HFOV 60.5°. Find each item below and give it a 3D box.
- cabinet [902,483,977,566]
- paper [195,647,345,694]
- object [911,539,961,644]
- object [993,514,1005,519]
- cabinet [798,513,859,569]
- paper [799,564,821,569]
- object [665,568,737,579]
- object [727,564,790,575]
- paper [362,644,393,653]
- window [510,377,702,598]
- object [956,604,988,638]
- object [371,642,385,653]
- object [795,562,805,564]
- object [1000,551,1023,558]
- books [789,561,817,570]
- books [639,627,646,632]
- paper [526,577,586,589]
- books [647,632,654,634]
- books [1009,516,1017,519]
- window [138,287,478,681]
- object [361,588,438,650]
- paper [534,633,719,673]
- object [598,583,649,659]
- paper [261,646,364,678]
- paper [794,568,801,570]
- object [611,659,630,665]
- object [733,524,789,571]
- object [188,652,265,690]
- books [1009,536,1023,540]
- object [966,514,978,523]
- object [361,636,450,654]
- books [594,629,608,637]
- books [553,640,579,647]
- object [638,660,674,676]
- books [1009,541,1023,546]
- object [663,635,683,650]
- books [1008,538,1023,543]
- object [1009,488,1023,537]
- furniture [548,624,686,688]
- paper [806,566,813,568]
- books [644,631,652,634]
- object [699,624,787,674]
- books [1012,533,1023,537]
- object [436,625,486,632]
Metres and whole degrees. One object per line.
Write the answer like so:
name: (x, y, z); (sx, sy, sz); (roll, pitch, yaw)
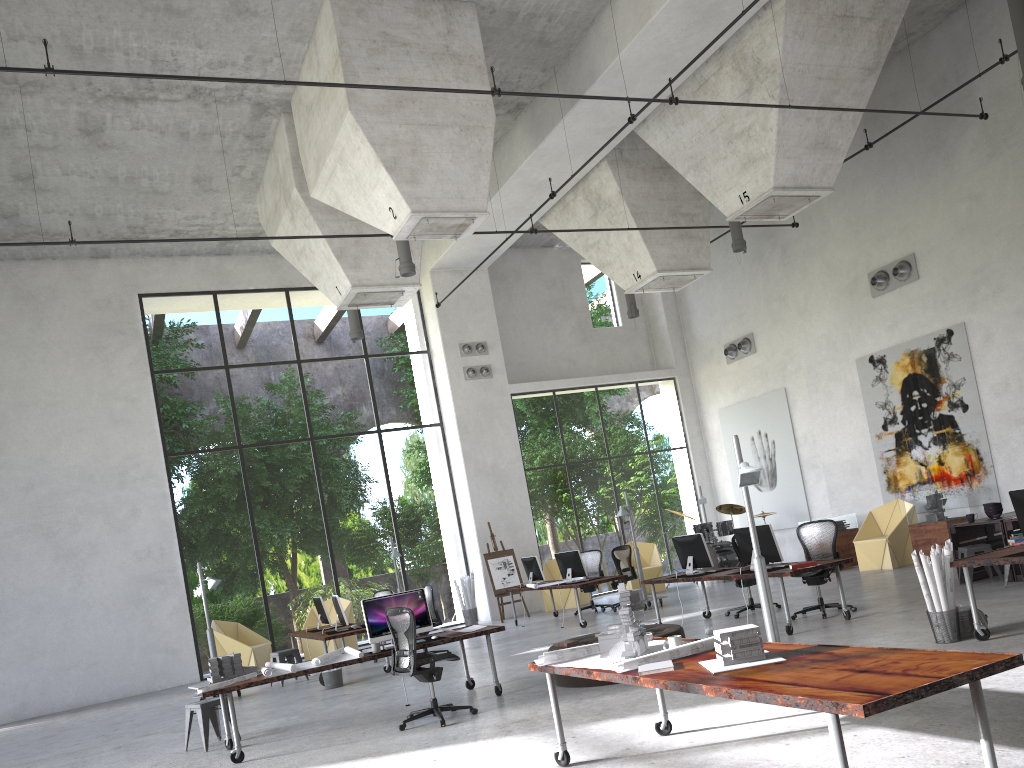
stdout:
cabinet: (6.982, 2.317, 14.305); (0.590, 1.245, 0.756); (-8, -5, -25)
paper: (-2.301, 2.888, 8.992); (0.897, 0.102, 1.945); (-13, -10, 13)
object: (3.910, 1.898, 8.029); (0.319, 0.930, 0.345); (-10, -3, -7)
object: (6.264, 1.712, 11.328); (0.137, 0.056, 0.119); (-3, -11, -39)
cabinet: (6.086, 3.039, 16.731); (0.738, 1.005, 0.749); (-8, -6, -25)
paper: (3.398, 2.112, 10.158); (0.289, 0.001, 0.214); (-9, -10, -8)
object: (2.603, 2.610, 12.085); (0.682, 0.008, 0.866); (-6, -11, -23)
object: (3.152, 2.286, 10.840); (0.682, 0.008, 0.866); (-6, -11, -23)
paper: (-1.394, 2.855, 9.515); (0.482, 0.001, 0.437); (-8, -10, -14)
window: (2.413, 2.422, 20.701); (4.528, 4.856, 0.020); (-7, -3, -25)
object: (4.193, 2.184, 8.146); (0.401, 0.296, 0.296); (-13, -7, 18)
object: (-1.393, 2.734, 9.117); (0.123, 0.099, 0.088); (-11, -6, 4)
object: (3.337, 2.062, 10.141); (0.151, 0.011, 0.011); (-17, -9, 34)
object: (4.684, 1.380, 7.362); (0.682, 0.008, 0.866); (-6, -11, -23)
books: (3.354, 2.089, 10.138); (0.286, 0.052, 0.204); (-11, -10, 7)
books: (1.297, 2.690, 9.536); (0.283, 0.033, 0.201); (-8, -10, -12)
paper: (0.801, 3.634, 16.203); (1.069, 0.104, 0.995); (-8, -10, -15)
books: (1.322, 2.643, 9.230); (0.299, 0.031, 0.224); (-8, -10, -10)
books: (6.386, 1.642, 10.985); (0.309, 0.030, 0.222); (-17, -12, 32)
window: (-4.133, 1.780, 18.654); (5.917, 7.791, 0.068); (-8, -3, -25)
object: (-1.207, 2.528, 9.453); (0.709, 0.549, 0.384); (-7, -6, -23)
paper: (0.804, 1.746, 5.782); (0.969, 0.104, 1.098); (-4, -12, -30)
object: (0.715, 1.580, 5.824); (0.363, 0.517, 0.497); (-11, -6, 10)
paper: (-2.077, 2.857, 9.062); (1.068, 0.104, 0.996); (-5, -11, -25)
paper: (3.390, 2.115, 10.156); (0.291, 0.001, 0.212); (-11, -10, 7)
object: (0.711, 1.742, 5.481); (0.133, 0.008, 0.207); (-8, -10, -13)
object: (3.098, 2.009, 10.852); (0.374, 0.548, 0.729); (-8, -8, -24)
object: (-2.920, 2.896, 9.026); (0.731, 0.302, 0.443); (-4, -10, -35)
books: (6.157, 1.841, 10.604); (0.257, 0.032, 0.175); (-15, -11, 26)
object: (6.052, 1.765, 11.560); (0.100, 0.108, 0.132); (-6, -8, -33)
object: (-1.158, 2.805, 9.438); (0.842, 0.008, 0.702); (-6, -11, -23)
books: (1.056, 2.791, 9.858); (0.199, 0.034, 0.286); (-14, -11, 20)
books: (0.593, 2.834, 9.596); (0.173, 0.032, 0.260); (-4, -12, -33)
object: (0.832, 1.644, 5.085); (0.201, 0.023, 0.238); (-11, -10, 6)
books: (6.171, 1.905, 10.596); (0.287, 0.034, 0.198); (-14, -11, 21)
object: (1.026, 1.660, 5.593); (0.123, 0.099, 0.088); (-11, -6, 4)
books: (6.165, 1.871, 10.598); (0.285, 0.033, 0.200); (-11, -10, 6)
object: (4.631, 1.103, 7.375); (0.374, 0.548, 0.729); (-8, -8, -24)
furniture: (1.158, 2.958, 9.610); (1.497, 0.424, 1.540); (-6, -10, -23)
paper: (3.390, 2.113, 10.156); (0.209, 0.001, 0.296); (-1, -14, -42)
books: (1.325, 2.640, 9.256); (0.302, 0.039, 0.222); (-12, -10, 10)
object: (1.244, 1.441, 4.838); (0.389, 0.180, 0.422); (-10, -9, 0)
books: (6.155, 1.812, 10.602); (0.206, 0.025, 0.144); (-14, -11, 21)
object: (-0.559, 2.691, 9.696); (0.467, 0.085, 0.444); (-6, -11, -21)
